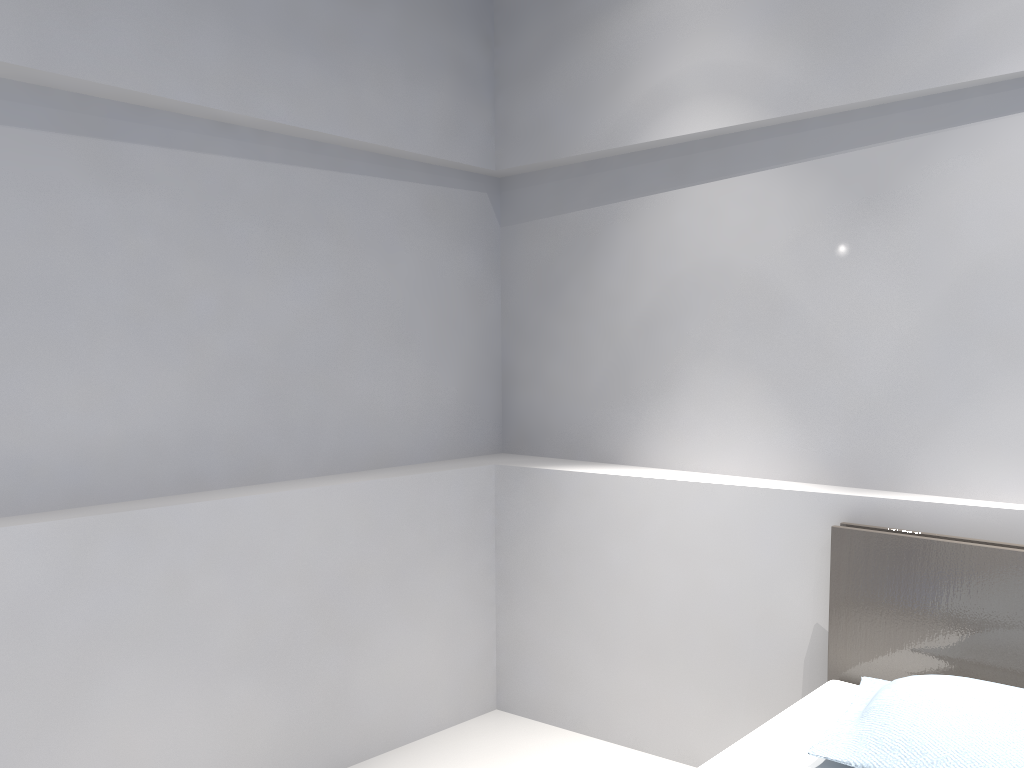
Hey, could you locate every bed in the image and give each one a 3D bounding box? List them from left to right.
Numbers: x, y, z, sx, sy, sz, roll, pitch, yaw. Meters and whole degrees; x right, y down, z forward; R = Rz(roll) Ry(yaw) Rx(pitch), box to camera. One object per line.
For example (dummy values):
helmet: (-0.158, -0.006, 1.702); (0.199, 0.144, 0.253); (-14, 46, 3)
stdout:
bed: (0.497, 0.807, 1.324); (1.411, 0.752, 2.319); (1, 3, 43)

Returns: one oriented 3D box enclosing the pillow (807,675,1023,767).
pillow: (1.032, 0.730, 1.802); (0.746, 0.173, 0.417); (1, 3, 38)
